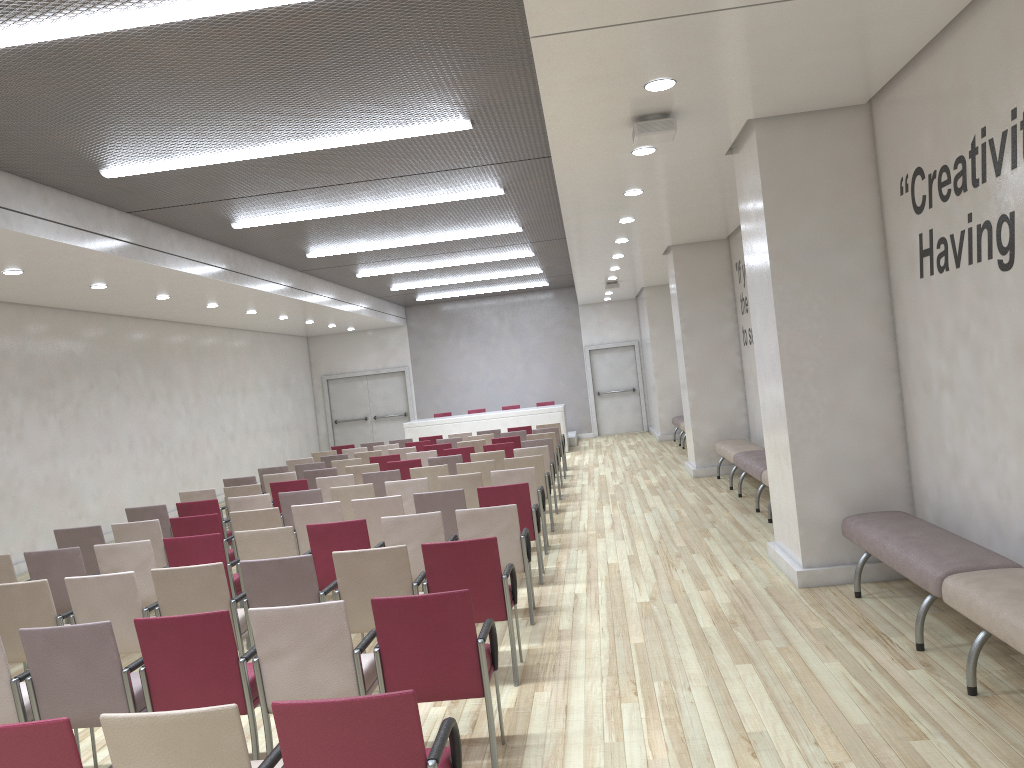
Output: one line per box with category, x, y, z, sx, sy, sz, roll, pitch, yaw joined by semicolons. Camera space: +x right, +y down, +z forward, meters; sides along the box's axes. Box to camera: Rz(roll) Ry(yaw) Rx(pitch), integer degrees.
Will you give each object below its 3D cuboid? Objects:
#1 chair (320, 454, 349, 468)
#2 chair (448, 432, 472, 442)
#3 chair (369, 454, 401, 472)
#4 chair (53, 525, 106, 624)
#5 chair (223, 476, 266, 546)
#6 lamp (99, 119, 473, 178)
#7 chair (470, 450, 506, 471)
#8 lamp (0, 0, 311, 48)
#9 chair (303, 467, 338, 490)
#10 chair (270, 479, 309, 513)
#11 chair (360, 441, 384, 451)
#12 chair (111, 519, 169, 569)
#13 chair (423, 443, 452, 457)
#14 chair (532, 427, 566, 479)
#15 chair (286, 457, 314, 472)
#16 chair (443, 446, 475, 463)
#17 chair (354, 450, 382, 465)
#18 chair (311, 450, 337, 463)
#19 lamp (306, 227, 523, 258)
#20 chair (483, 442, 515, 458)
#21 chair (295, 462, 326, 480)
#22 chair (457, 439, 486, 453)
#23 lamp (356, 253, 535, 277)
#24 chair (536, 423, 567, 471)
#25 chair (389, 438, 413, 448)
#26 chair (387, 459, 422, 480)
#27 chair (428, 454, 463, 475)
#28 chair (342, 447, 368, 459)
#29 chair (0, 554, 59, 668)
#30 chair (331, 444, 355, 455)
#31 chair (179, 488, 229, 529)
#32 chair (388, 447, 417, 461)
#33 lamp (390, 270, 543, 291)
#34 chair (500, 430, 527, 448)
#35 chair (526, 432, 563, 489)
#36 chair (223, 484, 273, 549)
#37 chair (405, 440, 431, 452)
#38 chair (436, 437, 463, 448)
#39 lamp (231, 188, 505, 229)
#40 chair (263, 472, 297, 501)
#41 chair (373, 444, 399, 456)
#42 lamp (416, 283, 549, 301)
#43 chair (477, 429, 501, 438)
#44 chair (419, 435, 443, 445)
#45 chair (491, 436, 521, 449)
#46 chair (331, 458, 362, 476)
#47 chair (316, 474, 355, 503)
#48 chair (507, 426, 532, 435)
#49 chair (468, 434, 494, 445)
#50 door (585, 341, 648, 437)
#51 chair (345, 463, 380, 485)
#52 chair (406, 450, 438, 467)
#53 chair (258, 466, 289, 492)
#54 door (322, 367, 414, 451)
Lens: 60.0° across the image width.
chair;-2.742;1.560;14.295;0.513;0.890;0.640;-6;0;4
chair;-0.883;1.340;16.607;0.513;0.890;0.640;-6;0;6
chair;-1.756;1.460;12.986;0.513;0.890;0.640;-6;0;5
chair;-3.823;1.719;8.232;0.513;0.890;0.640;-6;0;5
chair;-3.497;1.659;11.905;0.513;0.890;0.640;-6;0;6
lamp;-1.978;-2.036;7.737;3.304;0.045;0.198;-6;0;5
chair;-0.244;1.302;11.602;0.513;0.890;0.640;-6;0;5
lamp;-2.228;-1.990;4.899;3.304;0.045;0.198;-6;0;5
chair;-2.414;1.540;11.794;0.513;0.890;0.640;-6;0;6
chair;-2.523;1.560;10.572;0.513;0.890;0.640;-6;0;5
chair;-2.523;1.520;16.748;0.513;0.890;0.640;-6;0;5
chair;-3.275;1.659;8.168;0.513;0.890;0.640;-6;0;5
chair;-1.100;1.380;14.146;0.513;0.890;0.640;-6;0;4
chair;0.637;1.181;15.222;0.513;0.890;0.640;-6;0;6
chair;-3.293;1.621;14.343;0.513;0.890;0.640;-6;0;6
chair;-0.682;1.342;12.873;0.513;0.890;0.640;-6;0;6
chair;-2.204;1.501;14.258;0.513;0.890;0.640;-6;0;4
chair;-3.176;1.600;15.580;0.513;0.890;0.640;-6;0;4
lamp;-1.480;-2.128;13.399;3.304;0.045;0.198;-6;0;5
chair;-0.118;1.280;12.832;0.513;0.890;0.640;-6;0;5
chair;-2.846;1.580;13.074;0.513;0.890;0.640;-6;0;5
chair;-0.568;1.321;14.108;0.513;0.890;0.640;-6;0;5
lamp;-1.227;-2.175;16.269;3.304;0.045;0.198;-6;0;5
chair;0.732;1.162;16.449;0.513;0.890;0.640;-6;0;6
chair;-1.984;1.461;16.711;0.513;0.890;0.640;-6;0;6
chair;-1.324;1.420;11.713;0.513;0.890;0.640;-6;0;4
chair;-0.790;1.362;11.660;0.513;0.890;0.640;-6;0;5
chair;-2.633;1.540;15.520;0.513;0.890;0.640;-6;0;5
chair;-3.926;1.739;6.998;0.513;0.890;0.640;-6;0;6
chair;-3.079;1.581;16.796;0.513;0.890;0.640;-6;0;5
chair;-3.613;1.680;10.674;0.513;0.890;0.640;-6;0;6
chair;-1.650;1.440;14.196;0.513;0.890;0.640;-6;0;6
lamp;-0.981;-2.220;19.064;3.304;0.045;0.198;-6;0;5
chair;0.094;1.241;15.273;0.513;0.890;0.640;-6;0;5
chair;0.516;1.202;14.009;0.513;0.890;0.640;-6;0;5
chair;-3.075;1.621;10.624;0.513;0.890;0.640;-6;0;5
chair;-1.537;1.420;15.437;0.513;0.890;0.640;-6;0;5
chair;-0.996;1.360;15.373;0.513;0.890;0.640;-6;0;5
lamp;-1.727;-2.082;10.589;3.304;0.045;0.198;-6;0;5
chair;-2.958;1.600;11.842;0.513;0.890;0.640;-6;0;6
chair;-2.092;1.481;15.484;0.513;0.890;0.640;-6;0;4
lamp;-0.731;-2.266;21.905;3.304;0.045;0.198;-6;0;5
chair;-0.354;1.282;16.550;0.513;0.890;0.640;-6;0;6
chair;-1.434;1.400;16.653;0.513;0.890;0.640;-6;0;4
chair;-0.027;1.262;14.061;0.513;0.890;0.640;-6;0;5
chair;-2.309;1.521;13.027;0.513;0.890;0.640;-6;0;5
chair;-1.982;1.501;10.536;0.513;0.890;0.640;-6;0;4
chair;0.205;1.220;16.501;0.513;0.890;0.640;-6;0;5
chair;-0.459;1.301;15.336;0.513;0.890;0.640;-6;0;5
door;2.742;0.135;23.348;1.400;2.400;0.200;-6;0;5
chair;-1.864;1.480;11.742;0.513;0.890;0.640;-6;0;5
chair;-1.220;1.401;12.930;0.513;0.890;0.640;-6;0;5
chair;-3.395;1.640;13.129;0.513;0.890;0.640;-6;0;4
door;-3.817;0.856;23.938;2.373;2.400;0.200;-6;0;5
